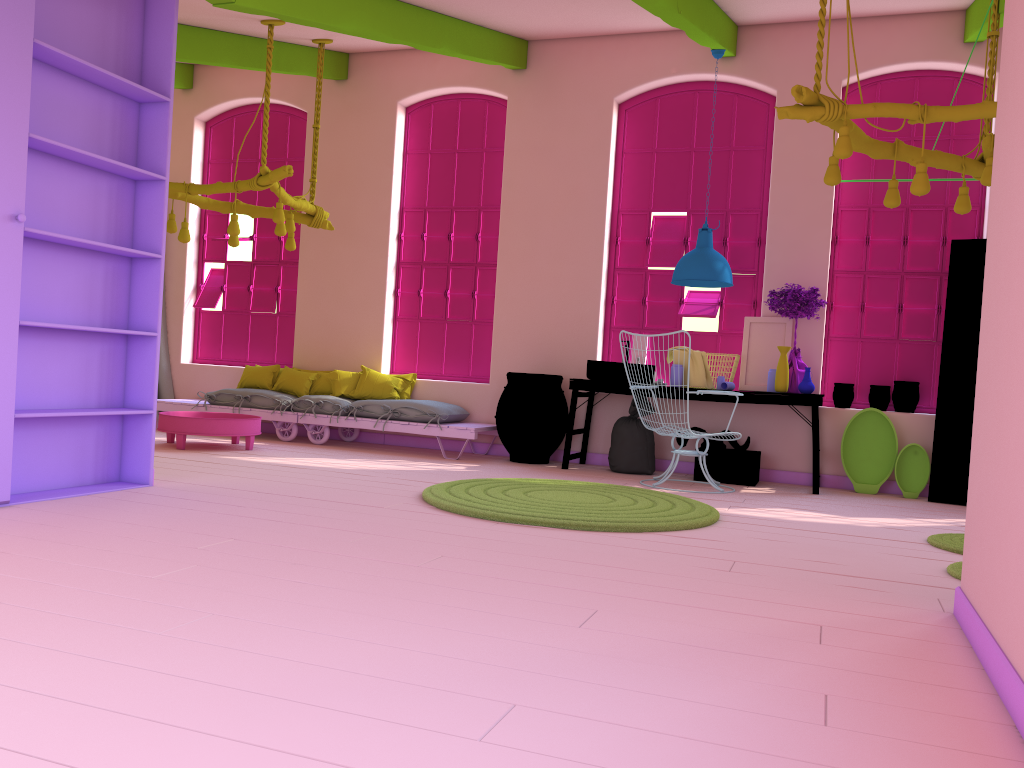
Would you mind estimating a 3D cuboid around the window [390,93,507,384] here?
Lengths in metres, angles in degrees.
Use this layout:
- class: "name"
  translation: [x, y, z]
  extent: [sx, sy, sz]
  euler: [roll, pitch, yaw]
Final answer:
- class: "window"
  translation: [-0.645, -1.544, 9.295]
  extent: [1.274, 3.048, 0.072]
  euler: [4, 1, 20]

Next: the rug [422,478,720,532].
- class: "rug"
  translation: [0.374, 0.763, 5.771]
  extent: [1.888, 0.050, 1.888]
  euler: [4, 1, 7]

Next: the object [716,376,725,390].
- class: "object"
  translation: [1.817, -0.009, 7.718]
  extent: [0.065, 0.118, 0.065]
  euler: [3, 1, -22]

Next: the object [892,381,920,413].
- class: "object"
  translation: [3.425, 0.112, 7.716]
  extent: [0.223, 0.272, 0.223]
  euler: [4, 1, 7]

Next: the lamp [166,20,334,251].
- class: "lamp"
  translation: [-2.550, -2.299, 7.744]
  extent: [1.775, 2.265, 1.610]
  euler: [4, 1, 2]

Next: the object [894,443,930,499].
- class: "object"
  translation: [3.336, 0.723, 7.439]
  extent: [0.284, 0.463, 0.137]
  euler: [4, 1, 5]

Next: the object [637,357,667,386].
- class: "object"
  translation: [1.263, -0.111, 8.056]
  extent: [0.165, 0.250, 0.410]
  euler: [3, 1, -35]

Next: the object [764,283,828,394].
- class: "object"
  translation: [2.426, -0.394, 7.654]
  extent: [0.503, 0.951, 0.441]
  euler: [3, 1, -20]

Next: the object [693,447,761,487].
- class: "object"
  translation: [1.900, 0.720, 7.812]
  extent: [0.521, 0.277, 0.446]
  euler: [4, 1, 20]

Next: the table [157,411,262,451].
- class: "table"
  translation: [-2.708, 0.420, 7.957]
  extent: [0.885, 0.285, 0.885]
  euler: [3, 1, -44]

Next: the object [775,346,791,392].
- class: "object"
  translation: [2.267, -0.122, 7.427]
  extent: [0.116, 0.383, 0.116]
  euler: [3, 1, -7]

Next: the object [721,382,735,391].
- class: "object"
  translation: [1.857, 0.019, 7.639]
  extent: [0.076, 0.076, 0.137]
  euler: [4, 1, 40]

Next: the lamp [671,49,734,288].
- class: "lamp"
  translation: [1.690, -1.852, 7.573]
  extent: [0.529, 2.002, 0.528]
  euler: [3, 2, -39]

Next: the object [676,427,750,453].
- class: "object"
  translation: [1.781, 0.617, 7.889]
  extent: [0.672, 0.448, 0.300]
  euler: [4, 1, -5]

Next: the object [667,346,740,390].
- class: "object"
  translation: [1.694, -0.141, 7.943]
  extent: [0.633, 0.369, 0.444]
  euler: [4, 1, 20]

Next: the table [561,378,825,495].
- class: "table"
  translation: [1.608, 0.428, 7.892]
  extent: [2.192, 0.821, 0.655]
  euler: [4, 1, 20]

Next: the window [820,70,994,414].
- class: "window"
  translation: [3.468, -1.264, 7.820]
  extent: [1.274, 3.048, 0.072]
  euler: [4, 1, 20]

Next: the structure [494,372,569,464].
- class: "structure"
  translation: [0.191, 0.322, 8.402]
  extent: [0.718, 0.845, 0.718]
  euler: [3, 1, -13]

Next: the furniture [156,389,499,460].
- class: "furniture"
  translation: [-1.995, 0.342, 9.074]
  extent: [3.775, 0.507, 0.907]
  euler: [4, 1, 20]

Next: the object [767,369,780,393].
- class: "object"
  translation: [2.246, -0.028, 7.595]
  extent: [0.109, 0.197, 0.109]
  euler: [3, 1, -33]

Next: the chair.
- class: "chair"
  translation: [1.397, 0.219, 7.155]
  extent: [0.925, 1.239, 1.078]
  euler: [3, 1, -36]

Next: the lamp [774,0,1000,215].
- class: "lamp"
  translation: [2.417, -2.150, 5.174]
  extent: [1.775, 2.265, 1.610]
  euler: [4, 1, 2]

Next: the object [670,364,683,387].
- class: "object"
  translation: [1.449, -0.072, 7.802]
  extent: [0.109, 0.197, 0.109]
  euler: [4, 1, 12]

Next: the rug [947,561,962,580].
- class: "rug"
  translation: [2.485, 0.927, 4.147]
  extent: [0.793, 0.021, 0.792]
  euler: [3, 1, -43]

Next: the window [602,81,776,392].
- class: "window"
  translation: [1.667, -1.378, 8.471]
  extent: [1.497, 3.004, 0.492]
  euler: [4, 1, 20]

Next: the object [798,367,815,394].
- class: "object"
  translation: [2.455, -0.028, 7.380]
  extent: [0.132, 0.219, 0.132]
  euler: [5, 1, 37]

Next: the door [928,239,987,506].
- class: "door"
  translation: [4.062, -0.096, 7.101]
  extent: [1.153, 2.211, 0.450]
  euler: [4, 1, 30]

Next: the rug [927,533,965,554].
- class: "rug"
  translation: [2.801, 0.937, 5.028]
  extent: [0.792, 0.021, 0.792]
  euler: [4, 1, 2]

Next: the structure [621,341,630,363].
- class: "structure"
  translation: [1.018, -0.203, 8.121]
  extent: [0.087, 0.397, 0.166]
  euler: [4, 1, 29]

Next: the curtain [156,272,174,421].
- class: "curtain"
  translation: [-4.078, -0.903, 10.116]
  extent: [0.525, 2.786, 0.518]
  euler: [5, 2, 39]

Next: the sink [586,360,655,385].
- class: "sink"
  translation: [0.972, -0.104, 7.939]
  extent: [0.609, 0.194, 0.340]
  euler: [4, 1, 20]

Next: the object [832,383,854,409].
- class: "object"
  translation: [2.946, 0.104, 7.884]
  extent: [0.182, 0.223, 0.182]
  euler: [4, 1, -3]

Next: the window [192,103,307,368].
- class: "window"
  translation: [-2.950, -1.691, 10.123]
  extent: [1.513, 3.010, 0.551]
  euler: [4, 1, 20]

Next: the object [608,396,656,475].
- class: "object"
  translation: [-2.758, -0.232, 8.215]
  extent: [7.862, 1.580, 2.827]
  euler: [4, 1, 20]

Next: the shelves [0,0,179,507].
- class: "shelves"
  translation: [-2.527, -0.925, 4.562]
  extent: [0.384, 3.105, 1.841]
  euler: [4, 1, 20]

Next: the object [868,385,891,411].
- class: "object"
  translation: [3.225, 0.123, 7.784]
  extent: [0.182, 0.223, 0.182]
  euler: [4, 1, 2]

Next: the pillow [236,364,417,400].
- class: "pillow"
  translation: [-1.992, -0.025, 9.252]
  extent: [1.997, 0.399, 0.578]
  euler: [4, 1, 20]

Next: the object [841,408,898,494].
- class: "object"
  translation: [3.061, 0.569, 7.615]
  extent: [0.451, 0.734, 0.218]
  euler: [4, 1, 20]
